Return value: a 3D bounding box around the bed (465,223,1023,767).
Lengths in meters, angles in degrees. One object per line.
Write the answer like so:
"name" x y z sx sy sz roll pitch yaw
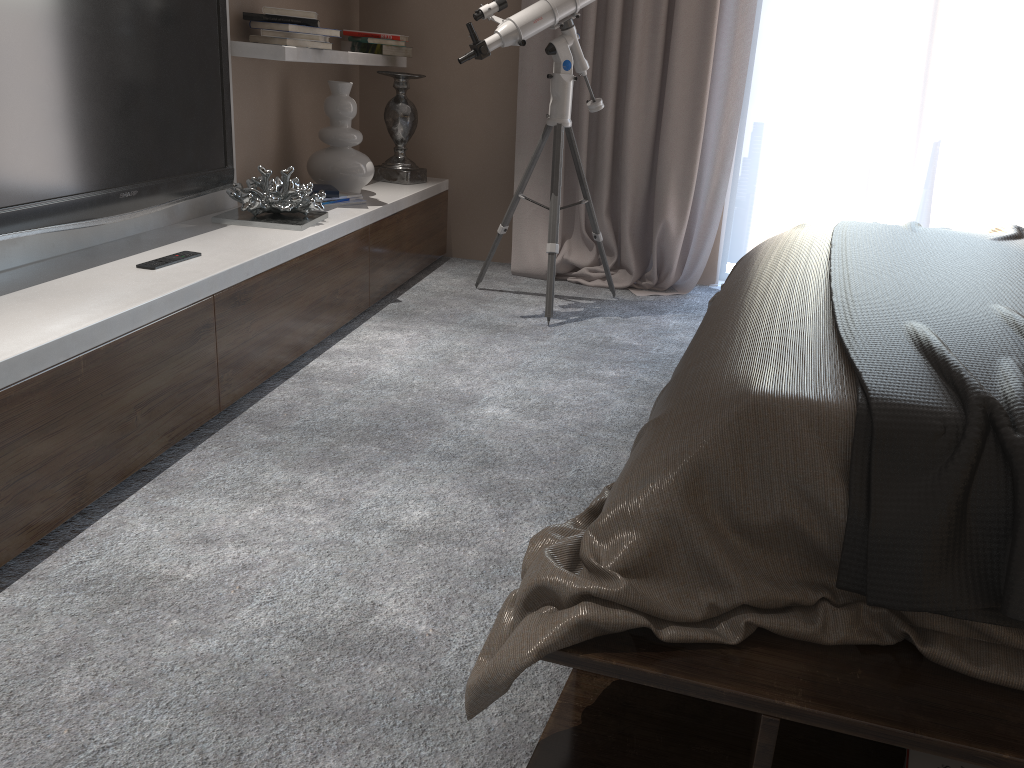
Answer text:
"bed" 1.411 0.121 1.896 2.240 0.620 2.360 11 20 15

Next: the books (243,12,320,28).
"books" -0.811 -1.289 3.118 0.253 0.026 0.161 1 20 -13

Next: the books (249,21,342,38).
"books" -0.767 -1.263 3.130 0.174 0.025 0.270 15 22 26

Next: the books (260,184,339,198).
"books" -0.795 -0.725 3.285 0.273 0.027 0.168 -4 22 -24

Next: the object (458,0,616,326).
"object" 0.140 -0.990 3.480 0.611 1.398 0.606 6 19 7

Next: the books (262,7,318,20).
"books" -0.779 -1.307 3.107 0.177 0.023 0.224 1 20 -12

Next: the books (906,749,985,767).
"books" 0.643 0.545 1.146 0.242 0.023 0.182 13 21 20

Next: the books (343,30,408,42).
"books" -0.606 -1.558 3.938 0.250 0.023 0.176 6 20 1

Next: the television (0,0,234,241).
"television" -1.029 -0.764 2.149 0.142 0.710 1.120 7 20 9

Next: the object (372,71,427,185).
"object" -0.508 -1.175 4.036 0.215 0.479 0.225 9 20 15

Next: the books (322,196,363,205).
"books" -0.767 -0.711 3.343 0.245 0.011 0.331 13 21 20

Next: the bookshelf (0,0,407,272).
"bookshelf" -1.038 -0.881 2.027 0.228 1.196 4.598 7 20 9

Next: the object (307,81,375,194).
"object" -0.692 -0.994 3.552 0.263 0.429 0.269 6 19 5

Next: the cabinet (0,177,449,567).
"cabinet" -0.976 -0.123 2.255 0.446 0.367 4.638 8 20 9

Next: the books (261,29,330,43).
"books" -0.769 -1.243 3.146 0.198 0.021 0.269 3 20 -8

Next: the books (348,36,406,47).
"books" -0.607 -1.537 3.946 0.184 0.023 0.239 -7 23 -31

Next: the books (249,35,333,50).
"books" -0.784 -1.217 3.136 0.166 0.024 0.239 15 22 25

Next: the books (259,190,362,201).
"books" -0.774 -0.720 3.335 0.243 0.011 0.333 15 22 24

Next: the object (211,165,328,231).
"object" -0.783 -0.636 2.919 0.323 0.176 0.326 5 20 1

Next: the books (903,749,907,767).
"books" 0.643 0.597 1.164 0.240 0.043 0.200 13 21 19

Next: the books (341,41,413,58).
"books" -0.607 -1.506 3.957 0.237 0.043 0.202 17 23 29

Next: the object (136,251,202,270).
"object" -0.883 -0.321 2.273 0.050 0.008 0.212 10 20 12

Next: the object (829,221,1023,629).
"object" 0.992 -0.122 1.932 0.604 0.320 2.113 11 21 16

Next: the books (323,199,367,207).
"books" -0.761 -0.698 3.342 0.242 0.011 0.334 17 23 29

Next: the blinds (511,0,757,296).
"blinds" 0.537 -1.712 3.787 1.042 2.626 0.363 5 19 5
